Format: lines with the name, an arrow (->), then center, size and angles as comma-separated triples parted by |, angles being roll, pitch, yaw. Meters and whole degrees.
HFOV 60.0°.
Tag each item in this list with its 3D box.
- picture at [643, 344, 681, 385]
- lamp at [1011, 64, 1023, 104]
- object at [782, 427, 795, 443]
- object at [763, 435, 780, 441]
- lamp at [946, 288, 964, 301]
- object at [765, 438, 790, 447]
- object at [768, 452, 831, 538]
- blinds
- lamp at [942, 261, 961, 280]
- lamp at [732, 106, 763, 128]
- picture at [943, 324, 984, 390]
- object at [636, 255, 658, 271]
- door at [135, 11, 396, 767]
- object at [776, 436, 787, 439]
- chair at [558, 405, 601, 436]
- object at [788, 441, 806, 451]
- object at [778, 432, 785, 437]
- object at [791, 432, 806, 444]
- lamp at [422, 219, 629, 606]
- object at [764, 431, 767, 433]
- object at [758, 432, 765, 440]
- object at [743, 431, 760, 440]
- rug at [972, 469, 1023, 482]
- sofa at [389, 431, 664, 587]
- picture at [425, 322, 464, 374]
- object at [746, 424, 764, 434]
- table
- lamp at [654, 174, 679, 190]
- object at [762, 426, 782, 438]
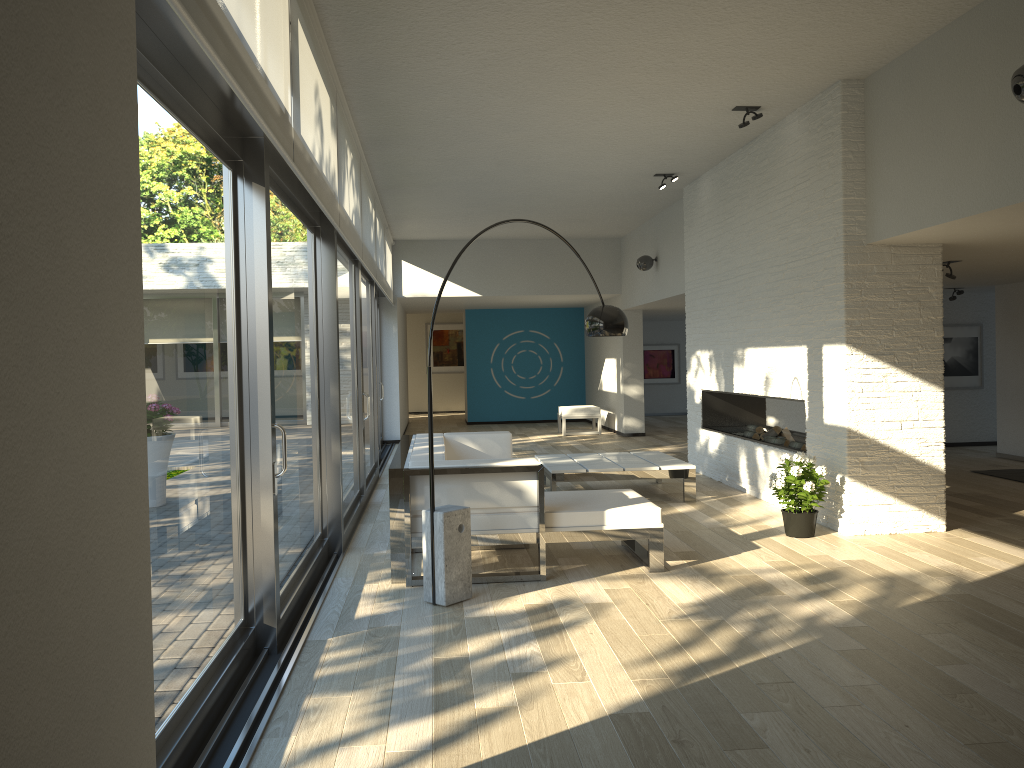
picture -> 3.003, -0.406, 18.274 | 0.958, 0.828, 0.017 | -1, 1, -5
lamp -> 2.420, -1.366, 4.002 | 0.315, 0.203, 0.201 | -1, 1, -5
object -> 2.427, 0.463, 7.739 | 0.064, 0.165, 0.225 | -1, 1, -6
object -> 2.325, 0.506, 7.911 | 0.075, 0.074, 0.246 | -1, 2, -6
lamp -> 5.194, -1.049, 10.387 | 0.234, 0.153, 0.135 | -1, 1, -5
object -> 2.305, 0.512, 7.718 | 0.075, 0.074, 0.246 | -2, 2, -26
object -> 1.946, 0.745, 6.001 | 0.405, 0.571, 0.431 | -1, 1, 17
blinds -> -1.283, -1.509, 7.562 | 0.056, 0.984, 11.532 | -1, 2, -5
lamp -> 3.564, -0.927, 7.276 | 0.135, 0.153, 0.234 | -1, 1, -5
lamp -> 1.753, -1.965, 6.569 | 0.234, 0.153, 0.135 | -1, 1, -5
picture -> 5.518, -0.341, 11.238 | 0.958, 0.828, 0.017 | -1, 1, -5
object -> 1.762, -1.560, 11.441 | 0.315, 0.203, 0.201 | -1, 1, -5
door -> -0.601, -0.038, 9.496 | 19.440, 2.373, 22.953 | -1, 2, -5
object -> 2.399, 0.505, 7.905 | 0.076, 0.076, 0.236 | -1, 2, -6
chair -> 1.090, 0.587, 14.405 | 0.611, 0.442, 0.610 | -1, 1, -5
object -> 2.375, 0.521, 7.344 | 0.075, 0.074, 0.246 | -1, 2, -6
object -> 2.437, 0.461, 7.942 | 0.064, 0.060, 0.229 | -1, 2, -4
object -> 2.410, 0.454, 7.348 | 0.093, 0.088, 0.260 | -1, 2, -6
lamp -> 0.166, 0.070, 5.106 | 0.282, 2.024, 1.754 | -1, 1, 38
object -> 2.430, 0.489, 8.458 | 0.082, 0.073, 0.237 | -1, 2, -6
object -> 2.352, 0.491, 8.440 | 0.076, 0.076, 0.236 | -1, 2, -6
object -> 2.278, 0.492, 8.447 | 0.075, 0.074, 0.246 | -1, 2, -6
rug -> 5.187, 0.889, 7.984 | 0.979, 0.011, 1.999 | -1, 2, -5
sofa -> -0.006, 0.738, 6.097 | 1.545, 0.654, 2.404 | -1, 2, -5
picture -> -1.321, -0.837, 20.654 | 1.378, 1.191, 0.017 | -1, 1, -5
object -> 2.316, 0.427, 8.447 | 0.082, 0.073, 0.237 | -1, 2, -6
table -> 0.884, 0.838, 8.004 | 1.220, 0.305, 1.220 | -1, 2, -5
lamp -> 1.549, -2.025, 8.881 | 0.234, 0.153, 0.135 | -1, 1, -5
object -> 2.351, 0.455, 8.014 | 0.093, 0.170, 0.272 | -1, 1, -6
